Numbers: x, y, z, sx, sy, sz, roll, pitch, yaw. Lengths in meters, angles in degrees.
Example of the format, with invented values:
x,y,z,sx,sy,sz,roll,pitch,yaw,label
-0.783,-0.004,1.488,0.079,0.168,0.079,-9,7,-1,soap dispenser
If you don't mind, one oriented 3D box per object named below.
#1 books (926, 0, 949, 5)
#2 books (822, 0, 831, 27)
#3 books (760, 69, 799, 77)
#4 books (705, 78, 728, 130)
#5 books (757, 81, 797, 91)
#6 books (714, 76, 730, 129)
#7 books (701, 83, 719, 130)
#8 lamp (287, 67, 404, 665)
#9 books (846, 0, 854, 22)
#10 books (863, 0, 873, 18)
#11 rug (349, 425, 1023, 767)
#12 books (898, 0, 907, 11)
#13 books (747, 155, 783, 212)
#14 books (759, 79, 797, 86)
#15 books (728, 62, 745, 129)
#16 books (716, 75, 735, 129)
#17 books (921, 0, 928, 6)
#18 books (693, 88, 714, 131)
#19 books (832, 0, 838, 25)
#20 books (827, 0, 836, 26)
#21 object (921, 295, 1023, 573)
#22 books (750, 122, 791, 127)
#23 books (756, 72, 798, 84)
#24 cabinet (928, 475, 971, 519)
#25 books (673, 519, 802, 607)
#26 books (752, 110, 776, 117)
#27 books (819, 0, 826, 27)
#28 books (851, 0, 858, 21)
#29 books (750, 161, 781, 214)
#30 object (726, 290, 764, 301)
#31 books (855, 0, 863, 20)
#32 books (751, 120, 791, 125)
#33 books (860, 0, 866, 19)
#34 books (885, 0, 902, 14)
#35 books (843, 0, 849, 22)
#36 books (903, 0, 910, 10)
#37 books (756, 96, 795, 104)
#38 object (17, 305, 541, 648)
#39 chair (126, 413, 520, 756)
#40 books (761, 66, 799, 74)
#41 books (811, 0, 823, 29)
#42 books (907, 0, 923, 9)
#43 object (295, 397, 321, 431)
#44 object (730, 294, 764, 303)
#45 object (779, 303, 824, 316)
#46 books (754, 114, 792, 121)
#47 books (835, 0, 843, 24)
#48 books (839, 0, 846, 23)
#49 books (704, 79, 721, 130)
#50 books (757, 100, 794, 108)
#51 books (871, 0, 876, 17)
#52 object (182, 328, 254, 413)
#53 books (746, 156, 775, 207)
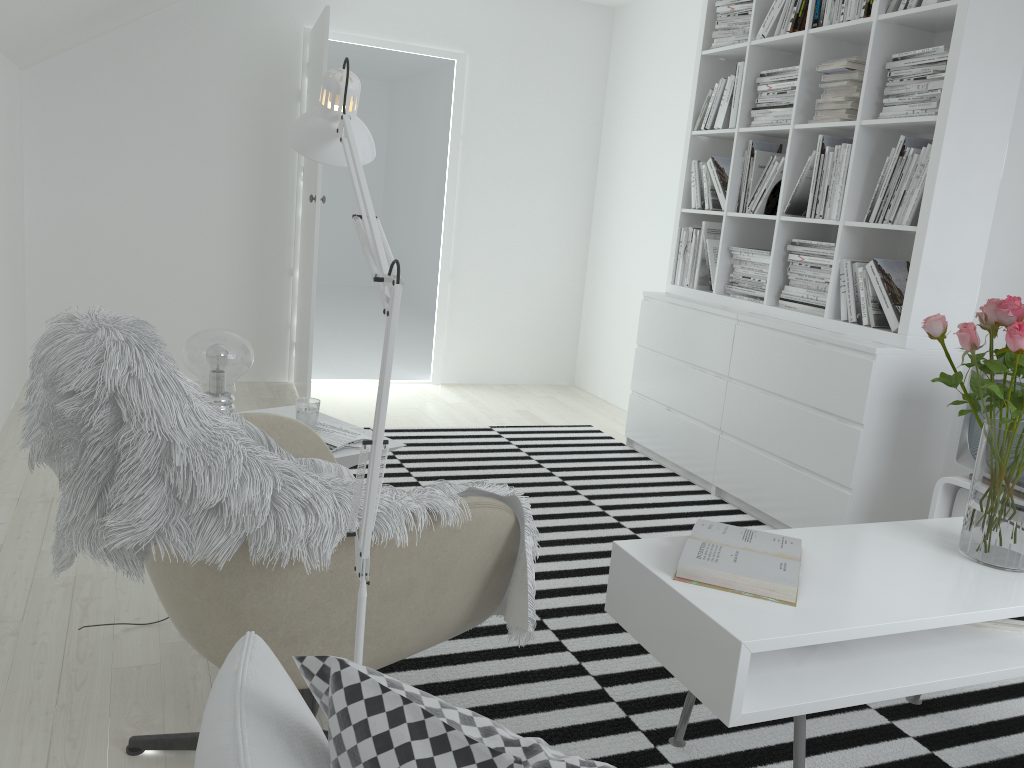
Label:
x,y,z,sx,sy,sz,roll,pitch,yaw,label
1.568,-1.431,3.087,0.174,0.242,0.105,1,13,-23,books
1.310,-1.512,3.567,0.106,0.162,0.032,1,13,-23,books
1.238,-1.350,3.878,0.159,0.012,0.285,1,13,-23,books
1.042,-1.329,4.242,0.172,0.235,0.112,1,13,-23,books
1.235,-1.298,3.896,0.174,0.021,0.273,1,13,-23,books
1.068,-1.321,4.206,0.172,0.239,0.093,1,13,-23,books
1.023,-1.334,4.301,0.161,0.218,0.101,1,13,-23,books
-0.250,0.226,1.342,0.196,1.373,0.527,2,12,-19,lamp
1.378,-1.495,3.459,0.134,0.184,0.030,1,13,-23,books
1.414,-1.479,3.365,0.136,0.196,0.045,1,13,-23,books
0.432,0.710,2.745,1.846,0.004,4.362,1,13,-23,rug
1.514,-1.451,3.221,0.161,0.218,0.101,1,13,-23,books
1.190,-0.893,4.005,0.159,0.253,0.153,1,13,-23,books
1.238,-1.317,3.903,0.161,0.013,0.254,-1,13,-28,books
1.101,-1.320,4.090,0.176,0.290,0.053,1,13,-23,books
1.077,-1.314,4.168,0.174,0.242,0.105,1,13,-23,books
1.559,-1.439,3.126,0.172,0.239,0.093,1,13,-23,books
0.998,-1.327,4.346,0.161,0.210,0.127,1,13,-23,books
1.332,-1.498,3.530,0.110,0.153,0.018,1,13,-23,books
1.327,-1.508,3.546,0.120,0.167,0.020,1,13,-23,books
1.111,0.098,1.975,0.350,0.599,0.327,5,12,-3,object
1.216,-1.132,3.920,0.182,0.016,0.288,1,13,-23,books
1.245,-1.332,3.889,0.176,0.025,0.331,1,13,-23,books
1.617,0.567,2.804,0.350,0.477,0.467,-1,13,-29,cabinet
0.479,0.352,1.841,0.231,0.040,0.342,9,12,18,books
1.231,-1.189,3.917,0.180,0.028,0.296,-1,13,-28,books
1.301,-1.520,3.589,0.107,0.167,0.017,1,13,-23,books
1.381,-1.486,3.434,0.128,0.178,0.021,1,13,-23,books
1.199,-0.874,3.989,0.167,0.236,0.146,1,13,-23,books
1.138,-0.405,4.092,0.159,0.012,0.285,1,13,-23,object
1.388,-1.482,3.413,0.128,0.179,0.022,1,13,-23,books
1.229,-1.148,3.929,0.182,0.016,0.288,-1,13,-28,books
1.403,-1.488,3.395,0.127,0.200,0.020,1,13,-23,books
1.489,-1.444,3.266,0.161,0.210,0.127,1,13,-23,books
1.367,-1.498,3.482,0.128,0.178,0.022,1,13,-23,books
1.522,-1.451,3.191,0.152,0.232,0.104,1,13,-23,books
1.232,-1.246,3.921,0.167,0.017,0.263,-1,13,-28,books
-0.428,0.243,1.730,0.954,0.789,0.784,-5,16,-42,object
-0.445,0.346,1.749,0.719,0.941,0.776,15,15,40,chair
1.237,-1.366,3.891,0.161,0.012,0.254,1,13,-23,books
1.307,-1.559,3.620,0.140,0.231,0.042,1,13,-23,books
1.532,-1.446,3.161,0.172,0.235,0.112,1,13,-23,books
-0.562,0.087,2.432,0.067,0.087,0.067,0,13,-26,object
1.147,-0.389,4.082,0.161,0.012,0.254,1,13,-23,object
1.323,-0.309,3.754,0.232,0.014,0.314,0,13,-24,object
1.226,-1.167,3.924,0.174,0.021,0.273,1,13,-23,books
1.338,-1.494,3.512,0.110,0.153,0.019,1,13,-23,books
1.351,-1.499,3.497,0.109,0.171,0.018,1,13,-23,books
1.032,-1.334,4.272,0.152,0.232,0.104,1,13,-23,books
1.246,-1.228,3.922,0.182,0.016,0.288,1,13,-23,books
1.427,-1.467,3.328,0.139,0.191,0.036,1,13,-23,books
-0.796,-0.012,2.397,0.185,0.279,0.185,-1,13,-29,object
1.180,-0.906,4.007,0.161,0.226,0.138,1,13,-23,books
